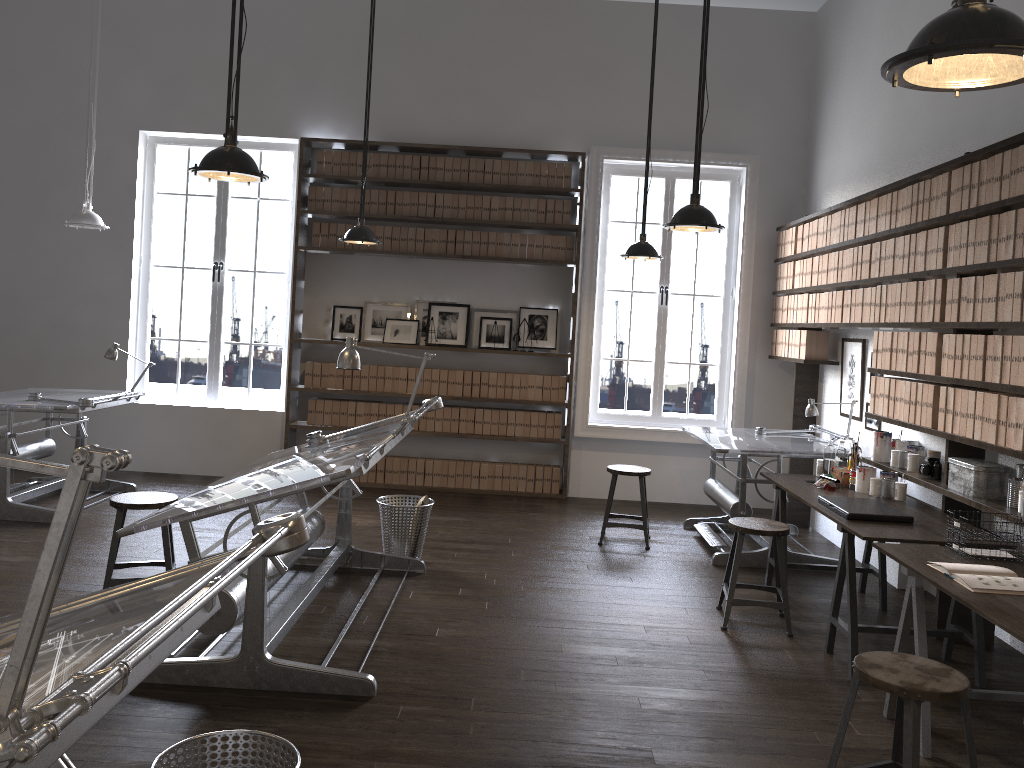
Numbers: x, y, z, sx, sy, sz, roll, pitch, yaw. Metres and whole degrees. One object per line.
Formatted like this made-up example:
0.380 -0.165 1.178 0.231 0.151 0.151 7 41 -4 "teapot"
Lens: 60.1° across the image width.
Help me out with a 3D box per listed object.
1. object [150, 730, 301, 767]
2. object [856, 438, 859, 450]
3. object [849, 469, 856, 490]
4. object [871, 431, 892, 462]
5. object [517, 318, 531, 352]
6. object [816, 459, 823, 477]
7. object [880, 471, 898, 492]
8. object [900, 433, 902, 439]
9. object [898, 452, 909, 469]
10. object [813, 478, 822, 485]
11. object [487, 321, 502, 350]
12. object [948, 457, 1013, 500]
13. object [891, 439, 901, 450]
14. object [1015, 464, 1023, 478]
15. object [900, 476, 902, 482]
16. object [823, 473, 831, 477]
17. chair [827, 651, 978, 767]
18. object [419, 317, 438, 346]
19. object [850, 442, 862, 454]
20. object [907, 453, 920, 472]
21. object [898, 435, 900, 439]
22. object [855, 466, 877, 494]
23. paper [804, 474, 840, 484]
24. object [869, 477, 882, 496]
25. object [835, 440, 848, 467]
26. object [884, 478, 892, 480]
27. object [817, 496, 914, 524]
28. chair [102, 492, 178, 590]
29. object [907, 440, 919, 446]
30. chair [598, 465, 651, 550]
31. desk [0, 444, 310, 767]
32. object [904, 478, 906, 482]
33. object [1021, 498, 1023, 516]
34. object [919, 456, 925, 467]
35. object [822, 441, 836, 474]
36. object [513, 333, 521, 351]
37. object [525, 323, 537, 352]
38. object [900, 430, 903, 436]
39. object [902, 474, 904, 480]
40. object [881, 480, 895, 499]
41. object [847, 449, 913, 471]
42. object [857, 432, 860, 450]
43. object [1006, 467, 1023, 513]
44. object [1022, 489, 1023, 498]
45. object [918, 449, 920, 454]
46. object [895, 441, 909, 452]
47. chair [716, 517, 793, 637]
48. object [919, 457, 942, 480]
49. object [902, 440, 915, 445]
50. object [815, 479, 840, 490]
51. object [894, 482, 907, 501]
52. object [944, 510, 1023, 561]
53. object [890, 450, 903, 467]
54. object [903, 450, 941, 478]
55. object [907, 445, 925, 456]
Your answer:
-0.708 1.113 2.168 0.353 0.377 0.353 4 2 22 "object"
1.988 0.403 5.122 0.006 0.193 0.055 3 1 0 "object"
1.933 0.541 5.004 0.049 0.112 0.050 3 1 -3 "object"
2.201 0.372 5.273 0.107 0.177 0.107 3 2 2 "object"
0.104 -0.431 7.735 0.118 0.304 0.040 3 1 1 "object"
1.887 0.513 5.386 0.068 0.104 0.068 3 2 5 "object"
2.078 0.549 4.887 0.094 0.128 0.095 3 2 5 "object"
2.311 0.366 5.299 0.041 0.162 0.005 3 1 -7 "object"
2.211 0.432 4.992 0.063 0.093 0.063 3 2 -14 "object"
1.774 0.566 5.134 0.011 0.017 0.171 4 4 32 "object"
-0.150 -0.423 7.730 0.124 0.260 0.040 3 1 1 "object"
2.250 0.454 4.271 0.193 0.152 0.317 3 3 0 "object"
2.272 0.395 5.240 0.051 0.139 0.050 3 1 -2 "object"
2.334 0.463 4.035 0.079 0.188 0.079 3 1 -20 "object"
2.097 0.549 4.790 0.005 0.117 0.036 3 1 -5 "object"
1.870 0.554 5.266 0.049 0.037 0.049 3 3 -3 "object"
1.176 1.120 2.653 0.358 0.527 0.372 2 2 -26 "chair"
-0.727 -0.456 7.726 0.174 0.260 0.040 3 1 1 "object"
2.059 0.465 5.313 0.068 0.229 0.069 3 1 -2 "object"
2.232 0.438 4.928 0.062 0.094 0.062 3 2 -14 "object"
2.309 0.376 5.322 0.040 0.142 0.005 3 1 -9 "object"
1.972 0.534 4.936 0.104 0.141 0.105 3 2 -7 "object"
1.805 0.559 5.155 0.137 0.038 0.155 2 4 -14 "paper"
1.983 0.560 4.827 0.062 0.094 0.062 5 2 41 "object"
1.975 0.456 5.314 0.068 0.237 0.069 3 1 -2 "object"
2.045 0.564 4.825 0.044 0.101 0.045 3 1 0 "object"
1.723 0.613 4.343 0.312 0.033 0.446 3 4 1 "object"
-1.846 0.829 4.420 0.371 0.527 0.359 3 2 -21 "chair"
2.386 0.400 5.276 0.070 0.130 0.070 2 2 -42 "object"
0.810 0.857 6.241 0.358 0.527 0.372 4 2 9 "chair"
-0.981 0.667 1.083 1.076 1.385 2.072 3 3 1 "desk"
2.117 0.558 4.791 0.004 0.103 0.035 3 1 -7 "object"
2.249 0.523 3.733 0.181 0.093 0.062 4 2 15 "object"
2.296 0.448 4.987 0.054 0.080 0.054 4 2 28 "object"
1.903 0.456 5.315 0.068 0.229 0.069 3 1 -2 "object"
0.039 -0.363 7.701 0.066 0.165 0.040 3 1 1 "object"
0.172 -0.408 7.762 0.110 0.262 0.040 3 1 1 "object"
2.320 0.367 5.305 0.033 0.184 0.005 3 1 -6 "object"
2.102 0.550 4.782 0.004 0.133 0.029 3 1 -4 "object"
2.026 0.567 4.771 0.063 0.093 0.063 2 2 -40 "object"
2.109 0.443 5.081 0.345 0.146 0.077 5 2 23 "object"
1.998 0.389 5.130 0.021 0.228 0.007 3 1 13 "object"
2.257 0.420 3.894 0.156 0.271 0.182 3 2 -15 "object"
2.176 0.501 3.760 0.004 0.103 0.035 3 1 -4 "object"
2.284 0.417 4.977 0.005 0.117 0.036 4 1 22 "object"
2.273 0.401 5.169 0.070 0.130 0.070 4 2 39 "object"
1.275 0.992 4.625 0.358 0.527 0.372 4 2 9 "chair"
2.217 0.443 4.710 0.091 0.108 0.171 3 3 1 "object"
2.334 0.401 5.220 0.071 0.129 0.072 2 2 -42 "object"
1.782 0.562 5.024 0.132 0.050 0.197 5 4 30 "object"
2.073 0.572 4.724 0.062 0.094 0.062 2 2 -40 "object"
1.926 0.613 3.566 0.284 0.160 0.204 3 3 1 "object"
2.198 0.427 5.061 0.062 0.094 0.062 3 2 -14 "object"
2.249 0.444 4.819 0.236 0.161 0.107 1 3 -34 "object"
2.310 0.419 5.072 0.094 0.128 0.095 4 2 31 "object"
